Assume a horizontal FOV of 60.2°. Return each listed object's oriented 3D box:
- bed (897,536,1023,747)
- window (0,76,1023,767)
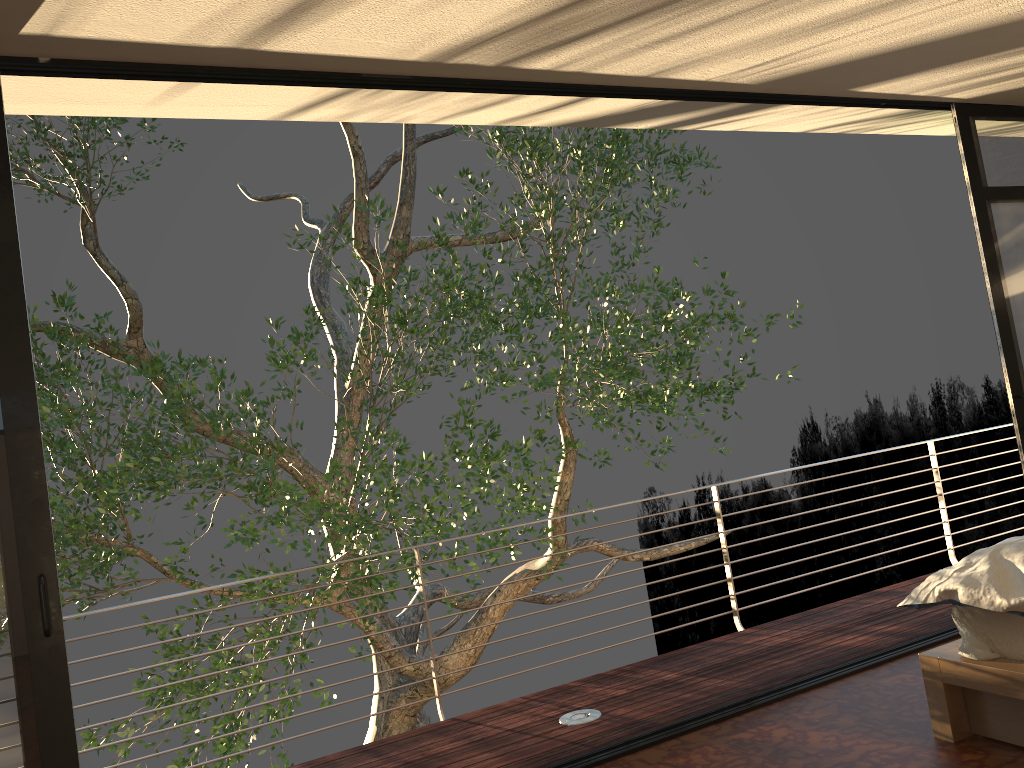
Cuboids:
[{"bbox_3d":[2.510,0.565,2.374,1.881,0.712,2.092,-7,-4,-25],"label":"bed"},{"bbox_3d":[2.821,-0.498,0.992,10.617,2.514,6.643,-7,-4,-26],"label":"window"}]
